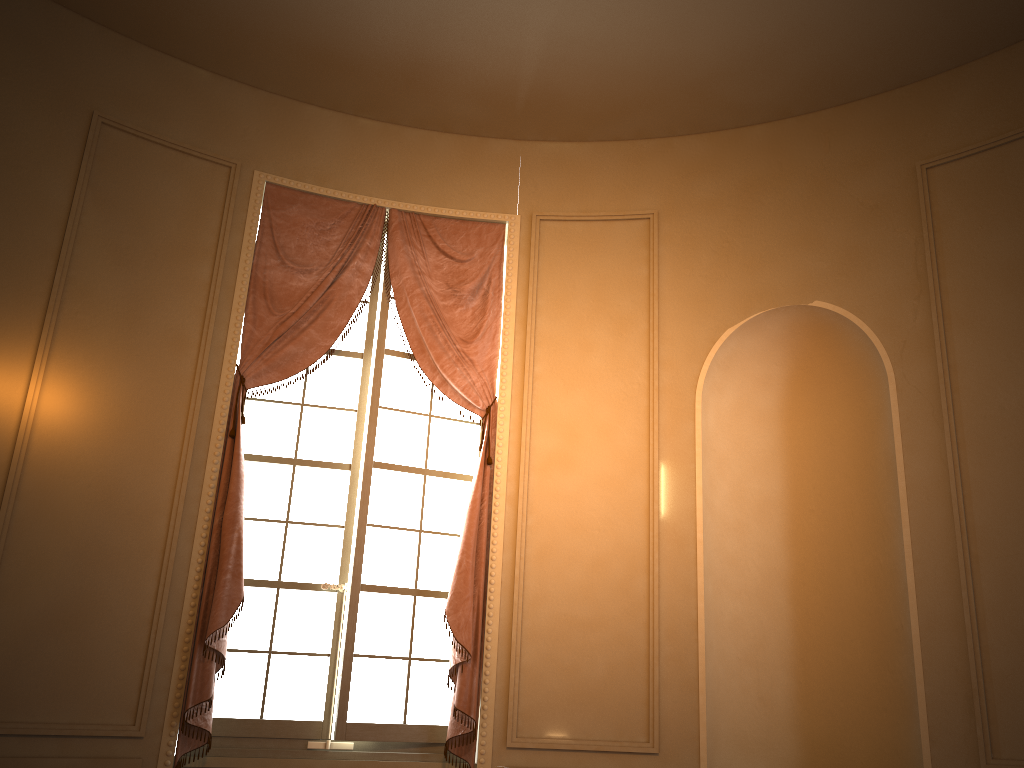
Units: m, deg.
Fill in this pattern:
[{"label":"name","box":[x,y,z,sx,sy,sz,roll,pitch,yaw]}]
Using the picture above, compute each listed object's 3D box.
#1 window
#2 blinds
[{"label":"window","box":[-0.773,0.412,4.546,1.324,2.802,0.153,7,-19,-13]},{"label":"blinds","box":[-0.719,0.399,4.317,1.348,2.941,0.286,8,-19,-14]}]
